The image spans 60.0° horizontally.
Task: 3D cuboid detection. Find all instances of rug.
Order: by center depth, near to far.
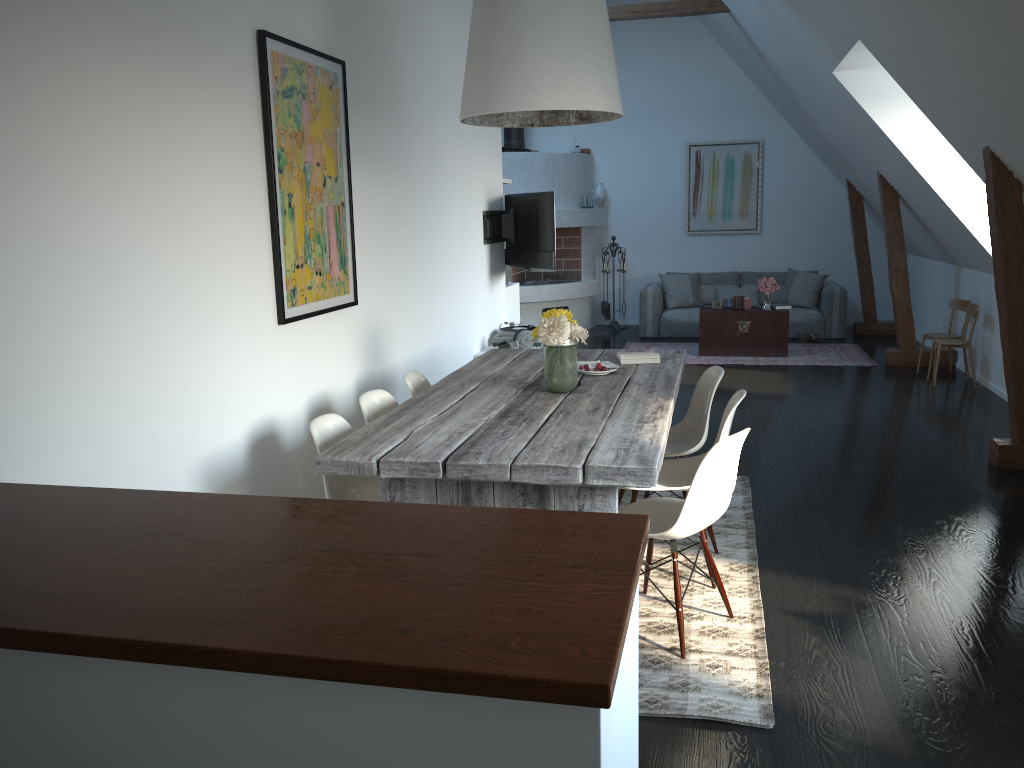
[{"bbox_3d":[0.171,0.778,4.154,1.898,0.022,2.677,1,11,13],"label":"rug"},{"bbox_3d":[2.478,-0.339,9.653,2.647,0.029,1.512,1,11,13],"label":"rug"}]

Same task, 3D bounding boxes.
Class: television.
[{"bbox_3d":[-0.089,-1.249,7.356,0.537,0.652,1.005,-6,12,-21],"label":"television"}]

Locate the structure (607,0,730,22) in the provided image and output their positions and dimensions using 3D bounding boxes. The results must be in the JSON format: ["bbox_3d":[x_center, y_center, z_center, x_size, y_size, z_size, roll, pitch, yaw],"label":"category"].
[{"bbox_3d":[-1.517,-3.551,7.034,10.230,3.562,15.910,2,11,18],"label":"structure"}]

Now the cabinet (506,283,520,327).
[{"bbox_3d":[-0.410,-0.453,8.246,0.869,0.921,0.638,1,11,13],"label":"cabinet"}]

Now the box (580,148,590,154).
[{"bbox_3d":[0.931,-3.118,11.918,0.229,0.078,0.127,1,11,13],"label":"box"}]

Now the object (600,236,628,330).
[{"bbox_3d":[1.370,-1.366,11.931,0.376,1.245,0.376,-3,11,-6],"label":"object"}]

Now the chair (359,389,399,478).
[{"bbox_3d":[-0.379,0.437,3.928,0.542,0.801,0.465,2,12,19],"label":"chair"}]

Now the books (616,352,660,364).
[{"bbox_3d":[0.666,-0.149,4.693,0.202,0.042,0.251,-1,11,1],"label":"books"}]

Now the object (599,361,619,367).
[{"bbox_3d":[0.436,-0.097,4.522,0.182,0.014,0.185,-4,11,-12],"label":"object"}]

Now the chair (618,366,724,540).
[{"bbox_3d":[0.758,0.321,4.371,0.542,0.801,0.465,-2,11,-1],"label":"chair"}]

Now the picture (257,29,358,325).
[{"bbox_3d":[-0.899,-0.906,4.024,0.036,1.181,0.808,1,11,13],"label":"picture"}]

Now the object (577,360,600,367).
[{"bbox_3d":[0.358,-0.103,4.556,0.182,0.016,0.179,0,11,8],"label":"object"}]

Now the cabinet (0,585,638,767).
[{"bbox_3d":[-0.480,0.315,0.465,4.208,2.369,3.033,1,11,13],"label":"cabinet"}]

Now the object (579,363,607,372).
[{"bbox_3d":[0.399,-0.077,4.335,0.132,0.034,0.144,-4,11,-15],"label":"object"}]

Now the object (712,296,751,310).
[{"bbox_3d":[2.383,-0.882,9.583,0.413,0.138,0.215,3,12,24],"label":"object"}]

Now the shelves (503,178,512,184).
[{"bbox_3d":[-0.838,-1.800,7.983,1.604,0.038,0.478,1,11,13],"label":"shelves"}]

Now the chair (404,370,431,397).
[{"bbox_3d":[-0.248,0.336,4.437,0.542,0.801,0.465,0,11,9],"label":"chair"}]

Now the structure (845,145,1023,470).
[{"bbox_3d":[3.123,-0.405,4.814,1.023,1.963,12.350,1,11,13],"label":"structure"}]

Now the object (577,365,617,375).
[{"bbox_3d":[0.414,-0.066,4.344,0.205,0.024,0.205,-1,11,5],"label":"object"}]

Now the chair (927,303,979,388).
[{"bbox_3d":[3.811,-0.338,7.651,0.342,0.696,0.329,1,11,14],"label":"chair"}]

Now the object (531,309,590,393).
[{"bbox_3d":[0.207,-0.149,3.889,0.233,0.365,0.293,-5,11,-16],"label":"object"}]

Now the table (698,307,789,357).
[{"bbox_3d":[2.495,-0.569,9.580,0.962,0.492,0.471,1,11,13],"label":"table"}]

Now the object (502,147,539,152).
[{"bbox_3d":[-0.048,-2.941,11.099,0.783,0.094,0.311,-2,11,-1],"label":"object"}]

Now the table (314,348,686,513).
[{"bbox_3d":[0.169,0.404,4.060,1.141,0.788,2.421,1,11,13],"label":"table"}]

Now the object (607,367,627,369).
[{"bbox_3d":[0.469,-0.077,4.336,0.194,0.022,0.019,4,12,28],"label":"object"}]

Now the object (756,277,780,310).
[{"bbox_3d":[2.719,-0.975,9.452,0.234,0.351,0.235,-7,12,-26],"label":"object"}]

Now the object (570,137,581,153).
[{"bbox_3d":[0.836,-3.144,11.681,0.066,0.221,0.231,9,15,43],"label":"object"}]

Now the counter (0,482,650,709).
[{"bbox_3d":[-0.047,0.593,0.444,3.365,0.038,3.085,1,11,13],"label":"counter"}]

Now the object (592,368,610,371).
[{"bbox_3d":[0.431,-0.070,4.341,0.110,0.011,0.058,2,11,17],"label":"object"}]

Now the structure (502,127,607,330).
[{"bbox_3d":[-0.256,-3.125,12.189,3.058,4.752,3.049,3,12,22],"label":"structure"}]

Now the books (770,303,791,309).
[{"bbox_3d":[2.867,-0.834,9.534,0.179,0.034,0.243,-3,11,-8],"label":"books"}]

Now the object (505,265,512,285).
[{"bbox_3d":[-0.266,-0.995,8.045,0.435,0.211,0.496,1,11,13],"label":"object"}]

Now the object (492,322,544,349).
[{"bbox_3d":[0.130,-0.398,7.223,0.558,0.162,0.742,0,11,10],"label":"object"}]

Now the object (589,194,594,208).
[{"bbox_3d":[1.029,-2.400,11.661,0.092,0.180,0.092,6,13,35],"label":"object"}]

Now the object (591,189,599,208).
[{"bbox_3d":[1.102,-2.463,11.783,0.150,0.258,0.081,-12,15,-42],"label":"object"}]

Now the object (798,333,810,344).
[{"bbox_3d":[3.400,-0.535,10.343,0.101,0.090,0.277,-1,11,2],"label":"object"}]

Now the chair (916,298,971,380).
[{"bbox_3d":[3.921,-0.414,8.032,0.342,0.696,0.329,-2,11,-4],"label":"chair"}]

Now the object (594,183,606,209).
[{"bbox_3d":[1.182,-2.519,11.942,0.165,0.368,0.165,-4,11,-14],"label":"object"}]

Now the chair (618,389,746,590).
[{"bbox_3d":[0.729,0.421,3.854,0.542,0.801,0.465,1,11,14],"label":"chair"}]

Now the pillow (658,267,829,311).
[{"bbox_3d":[2.869,-1.182,11.065,2.075,0.515,0.444,1,11,13],"label":"pillow"}]

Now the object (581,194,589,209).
[{"bbox_3d":[0.950,-2.371,11.523,0.092,0.180,0.092,8,14,40],"label":"object"}]

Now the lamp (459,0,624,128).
[{"bbox_3d":[0.060,-2.501,3.490,0.757,2.813,0.697,-7,12,-26],"label":"lamp"}]

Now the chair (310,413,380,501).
[{"bbox_3d":[-0.487,0.527,3.475,0.542,0.801,0.465,1,11,14],"label":"chair"}]

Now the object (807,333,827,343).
[{"bbox_3d":[3.560,-0.539,10.340,0.101,0.090,0.277,-8,13,-29],"label":"object"}]

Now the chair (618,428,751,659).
[{"bbox_3d":[0.596,0.531,3.303,0.542,0.801,0.465,7,14,38],"label":"chair"}]

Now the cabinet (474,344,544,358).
[{"bbox_3d":[0.139,-0.066,7.252,0.623,0.507,1.069,1,11,13],"label":"cabinet"}]

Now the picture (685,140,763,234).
[{"bbox_3d":[2.779,-2.579,11.663,0.965,1.185,0.025,1,11,13],"label":"picture"}]

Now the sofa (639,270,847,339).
[{"bbox_3d":[2.876,-1.028,11.196,2.458,0.770,1.107,1,11,13],"label":"sofa"}]
